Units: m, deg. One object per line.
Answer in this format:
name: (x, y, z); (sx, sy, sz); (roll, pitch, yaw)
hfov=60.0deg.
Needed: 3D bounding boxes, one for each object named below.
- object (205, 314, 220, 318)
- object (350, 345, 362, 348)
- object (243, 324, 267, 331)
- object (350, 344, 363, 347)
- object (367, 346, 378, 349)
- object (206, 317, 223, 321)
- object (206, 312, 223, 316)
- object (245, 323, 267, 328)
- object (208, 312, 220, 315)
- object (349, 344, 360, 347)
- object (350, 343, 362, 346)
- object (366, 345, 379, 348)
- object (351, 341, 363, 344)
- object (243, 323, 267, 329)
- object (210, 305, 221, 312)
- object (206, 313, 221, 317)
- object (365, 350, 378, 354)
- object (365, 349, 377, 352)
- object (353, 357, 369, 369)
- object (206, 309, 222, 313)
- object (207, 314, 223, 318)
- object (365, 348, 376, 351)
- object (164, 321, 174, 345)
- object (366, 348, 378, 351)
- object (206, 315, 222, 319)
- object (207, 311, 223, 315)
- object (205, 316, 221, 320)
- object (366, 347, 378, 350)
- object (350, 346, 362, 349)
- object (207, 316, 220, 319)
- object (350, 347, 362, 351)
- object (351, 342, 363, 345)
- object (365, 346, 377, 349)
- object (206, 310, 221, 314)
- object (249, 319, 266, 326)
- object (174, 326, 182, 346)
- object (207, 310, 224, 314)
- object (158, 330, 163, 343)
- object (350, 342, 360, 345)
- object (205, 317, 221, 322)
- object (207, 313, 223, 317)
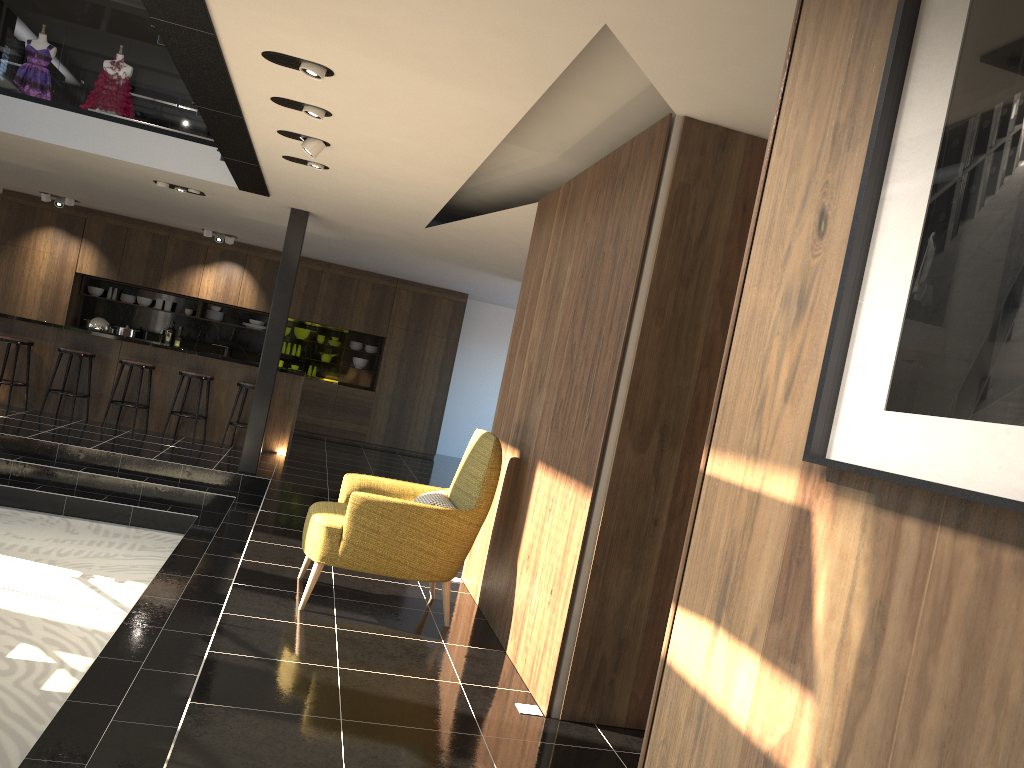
object: (-4.713, -1.059, 14.028); (0.268, 0.024, 0.269); (12, 0, 26)
object: (-2.547, -0.597, 14.441); (0.220, 0.033, 0.220); (12, 0, -3)
object: (-4.069, -0.888, 14.107); (0.437, 0.039, 0.438); (12, 0, 24)
object: (-2.543, -0.620, 14.441); (0.220, 0.033, 0.220); (12, 0, -3)
object: (-2.295, -0.590, 14.496); (0.221, 0.033, 0.220); (12, 0, -29)
object: (-4.720, -1.023, 14.028); (0.268, 0.024, 0.269); (12, 0, 26)
object: (-4.705, -1.097, 14.027); (0.268, 0.024, 0.269); (12, 0, 26)
object: (-4.063, -0.915, 14.107); (0.437, 0.039, 0.438); (12, 0, 24)
object: (-4.703, -1.105, 14.027); (0.268, 0.024, 0.269); (12, 0, 26)
object: (-2.545, -0.608, 14.441); (0.220, 0.033, 0.220); (12, 0, -3)
object: (-2.541, -0.630, 14.441); (0.220, 0.033, 0.220); (12, 0, -3)
object: (-2.293, -0.603, 14.496); (0.221, 0.033, 0.220); (12, 0, -29)
object: (-2.534, -0.664, 14.440); (0.220, 0.033, 0.220); (12, 0, -3)
object: (-4.066, -0.900, 14.107); (0.437, 0.039, 0.438); (12, 0, 24)
object: (-4.690, -1.183, 14.025); (0.168, 0.087, 0.168); (12, 0, 7)
object: (-4.709, -1.077, 14.028); (0.268, 0.024, 0.269); (12, 0, 26)
object: (-2.309, -0.523, 14.497); (0.221, 0.033, 0.220); (12, 0, -29)
object: (-2.307, -0.535, 14.497); (0.221, 0.033, 0.220); (12, 0, -29)
object: (-2.484, -0.334, 14.480); (0.264, 0.170, 0.264); (12, 0, -38)
object: (-4.696, -1.140, 14.027); (0.268, 0.024, 0.269); (12, 0, 26)
object: (-4.710, -1.070, 14.028); (0.268, 0.024, 0.269); (12, 0, 26)
object: (-2.304, -0.547, 14.496); (0.221, 0.033, 0.220); (12, 0, -29)
object: (-5.398, -0.770, 13.909); (0.133, 0.451, 0.116); (11, 1, -13)
object: (-2.302, -0.557, 14.496); (0.221, 0.033, 0.220); (12, 0, -29)
object: (-4.714, -1.050, 14.028); (0.268, 0.024, 0.269); (12, 0, 26)
object: (-4.702, -1.113, 14.027); (0.268, 0.024, 0.269); (12, 0, 26)
object: (-4.718, -1.032, 14.028); (0.268, 0.024, 0.269); (12, 0, 26)
object: (-2.299, -0.570, 14.496); (0.221, 0.033, 0.220); (12, 0, -29)
object: (-2.550, -0.585, 14.441); (0.220, 0.033, 0.220); (12, 0, -3)
object: (-4.716, -1.043, 14.028); (0.268, 0.024, 0.269); (12, 0, 26)
object: (-2.552, -0.573, 14.441); (0.220, 0.033, 0.220); (12, 0, -3)
object: (-2.536, -0.653, 14.440); (0.220, 0.033, 0.220); (12, 0, -3)
object: (-2.297, -0.580, 14.496); (0.221, 0.033, 0.220); (12, 0, -29)
object: (-4.699, -1.124, 14.027); (0.268, 0.024, 0.269); (12, 0, 26)
object: (-4.056, -0.962, 14.107); (0.254, 0.088, 0.254); (12, 0, 13)
object: (-5.254, -0.711, 13.951); (0.077, 0.395, 0.077); (12, 1, 30)
object: (-4.698, -1.131, 14.027); (0.268, 0.024, 0.269); (12, 0, 26)
object: (-5.510, -0.709, 13.884); (0.057, 0.287, 0.057); (12, 1, 0)
object: (-2.539, -0.640, 14.441); (0.220, 0.033, 0.220); (12, 0, -3)
object: (-4.722, -1.016, 14.028); (0.268, 0.024, 0.269); (12, 0, 26)
object: (-4.707, -1.086, 14.028); (0.268, 0.024, 0.269); (12, 0, 26)
